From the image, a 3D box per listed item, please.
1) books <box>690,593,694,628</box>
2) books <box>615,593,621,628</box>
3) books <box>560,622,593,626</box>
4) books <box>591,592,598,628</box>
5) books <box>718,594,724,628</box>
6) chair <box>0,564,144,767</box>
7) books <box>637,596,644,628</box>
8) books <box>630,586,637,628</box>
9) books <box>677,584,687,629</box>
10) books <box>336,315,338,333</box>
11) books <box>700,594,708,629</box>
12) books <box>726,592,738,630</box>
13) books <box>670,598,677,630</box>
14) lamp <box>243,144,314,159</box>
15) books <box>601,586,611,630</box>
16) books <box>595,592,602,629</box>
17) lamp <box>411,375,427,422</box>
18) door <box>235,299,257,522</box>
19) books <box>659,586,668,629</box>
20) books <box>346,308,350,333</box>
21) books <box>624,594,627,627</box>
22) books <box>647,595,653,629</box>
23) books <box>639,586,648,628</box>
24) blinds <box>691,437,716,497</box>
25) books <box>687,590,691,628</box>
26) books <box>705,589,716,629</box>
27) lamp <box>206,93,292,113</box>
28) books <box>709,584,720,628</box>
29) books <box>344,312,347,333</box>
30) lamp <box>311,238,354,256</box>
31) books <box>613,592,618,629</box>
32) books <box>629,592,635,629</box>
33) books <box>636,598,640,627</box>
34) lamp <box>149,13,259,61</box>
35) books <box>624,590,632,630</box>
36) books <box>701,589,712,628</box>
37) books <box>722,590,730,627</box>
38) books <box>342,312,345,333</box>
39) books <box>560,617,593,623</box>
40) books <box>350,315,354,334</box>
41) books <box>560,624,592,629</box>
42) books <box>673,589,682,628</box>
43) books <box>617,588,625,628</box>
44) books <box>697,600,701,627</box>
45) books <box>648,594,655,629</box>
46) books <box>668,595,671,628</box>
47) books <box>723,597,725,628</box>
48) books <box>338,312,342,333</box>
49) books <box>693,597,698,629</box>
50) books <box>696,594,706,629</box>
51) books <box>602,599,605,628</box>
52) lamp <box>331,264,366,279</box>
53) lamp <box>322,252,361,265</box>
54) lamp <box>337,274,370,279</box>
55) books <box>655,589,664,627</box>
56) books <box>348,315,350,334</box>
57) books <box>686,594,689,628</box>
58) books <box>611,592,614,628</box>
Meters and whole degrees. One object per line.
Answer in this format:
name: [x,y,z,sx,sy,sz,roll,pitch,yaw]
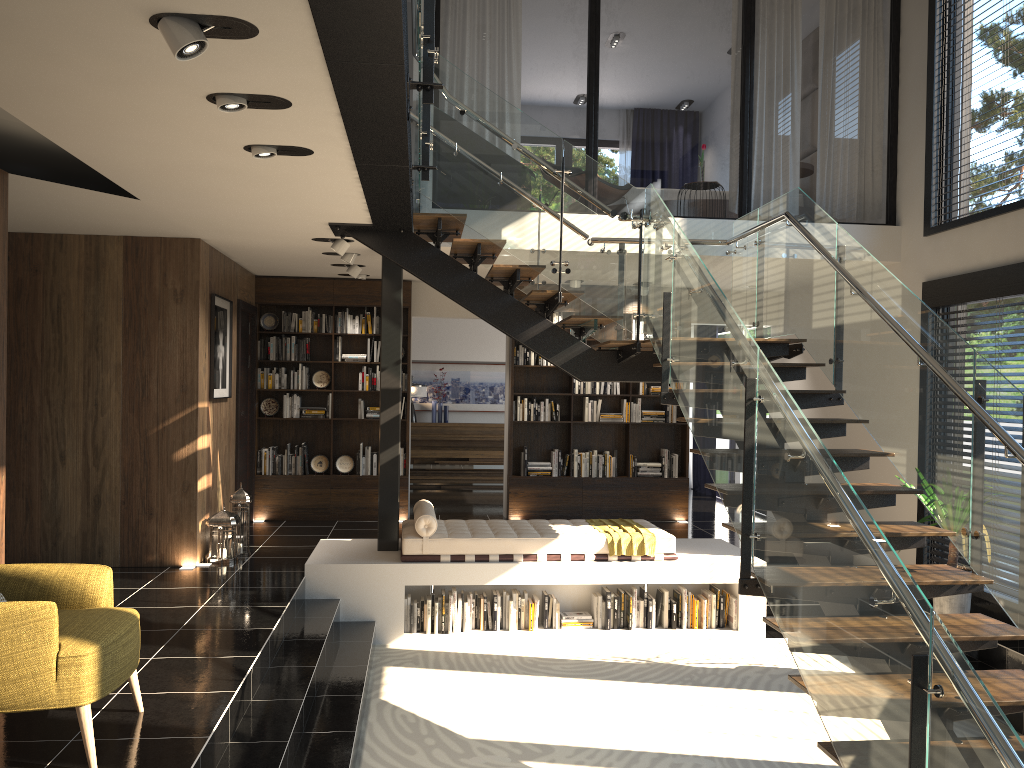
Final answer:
books: [1.501,1.904,7.515,0.025,0.285,0.164,1,0,-6]
books: [0.881,1.902,7.455,0.029,0.268,0.146,1,0,-6]
books: [0.531,1.995,7.435,0.261,0.024,0.167,1,0,-9]
books: [0.694,1.902,7.459,0.026,0.263,0.156,1,0,-6]
books: [1.753,1.915,7.536,0.030,0.273,0.185,1,0,-6]
chair: [-2.119,0.953,3.703,1.030,1.097,0.807,1,0,-7]
books: [1.076,1.924,7.482,0.028,0.231,0.158,1,0,-6]
books: [1.022,1.876,7.485,0.029,0.326,0.153,1,1,-6]
books: [1.433,1.879,7.497,0.028,0.334,0.205,1,0,-6]
books: [-1.945,-0.664,9.922,0.021,0.204,0.224,1,0,-6]
books: [1.620,1.925,7.511,0.021,0.248,0.197,1,0,-6]
books: [1.851,1.921,7.527,0.037,0.264,0.272,1,0,-6]
books: [1.341,1.930,7.487,0.032,0.229,0.228,1,0,-6]
lamp: [-1.170,-1.221,4.454,0.346,0.177,0.195,1,0,-6]
books: [0.789,1.877,7.429,0.043,0.316,0.209,1,0,-6]
books: [0.724,1.898,7.435,0.030,0.273,0.168,1,0,-6]
lamp: [-1.518,0.231,13.415,0.470,0.726,0.470,1,0,-14]
door: [-2.807,0.335,9.236,0.104,2.348,0.931,1,1,-6]
books: [1.280,1.887,7.498,0.027,0.312,0.189,1,0,-6]
books: [-1.830,-0.698,9.896,0.011,0.276,0.287,1,0,-6]
books: [0.940,1.902,7.499,0.026,0.270,0.128,1,1,-6]
books: [1.143,1.914,7.468,0.036,0.253,0.178,1,0,-6]
books: [1.108,1.881,7.480,0.033,0.318,0.152,1,1,-6]
blinds: [2.835,0.287,13.165,0.161,2.771,1.080,1,1,-8]
books: [1.479,1.895,7.515,0.021,0.302,0.167,1,0,-6]
books: [1.682,1.908,7.525,0.028,0.285,0.210,1,0,-6]
lamp: [-1.089,-1.221,3.682,0.346,0.177,0.195,1,0,-6]
books: [1.716,1.886,7.543,0.042,0.328,0.205,1,0,-6]
books: [-1.858,-0.681,9.939,0.035,0.241,0.208,1,0,-6]
lamp: [-1.460,-1.177,7.235,0.346,0.263,0.195,1,0,-6]
books: [0.854,1.902,7.444,0.029,0.268,0.173,1,0,-6]
books: [0.996,1.903,7.463,0.027,0.270,0.187,1,0,-6]
books: [1.048,1.926,7.497,0.026,0.226,0.132,1,0,-6]
lamp: [-1.009,-1.186,2.912,0.346,0.247,0.195,1,0,-6]
books: [0.972,1.895,7.439,0.026,0.287,0.204,1,0,-6]
books: [1.647,1.907,7.540,0.039,0.284,0.199,1,0,-6]
books: [1.807,1.908,7.559,0.043,0.287,0.147,1,1,-6]
books: [-1.880,-0.680,9.916,0.013,0.239,0.255,1,0,-6]
books: [0.531,1.970,7.440,0.274,0.025,0.156,1,0,-9]
books: [-1.800,-0.663,9.968,0.027,0.207,0.203,1,0,-6]
books: [0.531,2.019,7.435,0.257,0.024,0.167,1,0,-6]
books: [1.402,1.903,7.527,0.026,0.284,0.177,1,0,-6]
books: [0.913,1.884,7.462,0.035,0.305,0.151,1,1,-6]
books: [1.571,1.940,7.533,0.022,0.216,0.137,1,0,-6]
books: [1.170,1.913,7.471,0.019,0.256,0.186,1,0,-6]
books: [1.307,1.915,7.514,0.030,0.256,0.160,1,0,-6]
books: [1.776,1.924,7.551,0.019,0.255,0.180,1,0,-6]
books: [-1.919,-0.679,9.937,0.033,0.237,0.231,1,0,-6]
books: [1.528,1.923,7.495,0.025,0.249,0.208,1,0,-6]
books: [1.598,1.926,7.503,0.024,0.246,0.211,1,0,-6]
books: [0.750,1.922,7.454,0.027,0.226,0.165,1,0,-6]
lamp: [-1.622,-1.177,8.776,0.346,0.263,0.195,1,0,-6]
lamp: [-1.541,-1.193,8.004,0.346,0.231,0.195,1,0,-6]
lamp: [-1.703,-1.220,9.549,0.346,0.177,0.195,1,0,-6]
books: [1.232,1.895,7.507,0.066,0.294,0.142,1,1,-6]
books: [-1.821,-0.667,9.949,0.019,0.216,0.214,1,0,-6]
books: [1.457,1.905,7.509,0.023,0.283,0.175,1,0,-6]
books: [0.821,1.893,7.467,0.030,0.284,0.176,1,0,-6]
